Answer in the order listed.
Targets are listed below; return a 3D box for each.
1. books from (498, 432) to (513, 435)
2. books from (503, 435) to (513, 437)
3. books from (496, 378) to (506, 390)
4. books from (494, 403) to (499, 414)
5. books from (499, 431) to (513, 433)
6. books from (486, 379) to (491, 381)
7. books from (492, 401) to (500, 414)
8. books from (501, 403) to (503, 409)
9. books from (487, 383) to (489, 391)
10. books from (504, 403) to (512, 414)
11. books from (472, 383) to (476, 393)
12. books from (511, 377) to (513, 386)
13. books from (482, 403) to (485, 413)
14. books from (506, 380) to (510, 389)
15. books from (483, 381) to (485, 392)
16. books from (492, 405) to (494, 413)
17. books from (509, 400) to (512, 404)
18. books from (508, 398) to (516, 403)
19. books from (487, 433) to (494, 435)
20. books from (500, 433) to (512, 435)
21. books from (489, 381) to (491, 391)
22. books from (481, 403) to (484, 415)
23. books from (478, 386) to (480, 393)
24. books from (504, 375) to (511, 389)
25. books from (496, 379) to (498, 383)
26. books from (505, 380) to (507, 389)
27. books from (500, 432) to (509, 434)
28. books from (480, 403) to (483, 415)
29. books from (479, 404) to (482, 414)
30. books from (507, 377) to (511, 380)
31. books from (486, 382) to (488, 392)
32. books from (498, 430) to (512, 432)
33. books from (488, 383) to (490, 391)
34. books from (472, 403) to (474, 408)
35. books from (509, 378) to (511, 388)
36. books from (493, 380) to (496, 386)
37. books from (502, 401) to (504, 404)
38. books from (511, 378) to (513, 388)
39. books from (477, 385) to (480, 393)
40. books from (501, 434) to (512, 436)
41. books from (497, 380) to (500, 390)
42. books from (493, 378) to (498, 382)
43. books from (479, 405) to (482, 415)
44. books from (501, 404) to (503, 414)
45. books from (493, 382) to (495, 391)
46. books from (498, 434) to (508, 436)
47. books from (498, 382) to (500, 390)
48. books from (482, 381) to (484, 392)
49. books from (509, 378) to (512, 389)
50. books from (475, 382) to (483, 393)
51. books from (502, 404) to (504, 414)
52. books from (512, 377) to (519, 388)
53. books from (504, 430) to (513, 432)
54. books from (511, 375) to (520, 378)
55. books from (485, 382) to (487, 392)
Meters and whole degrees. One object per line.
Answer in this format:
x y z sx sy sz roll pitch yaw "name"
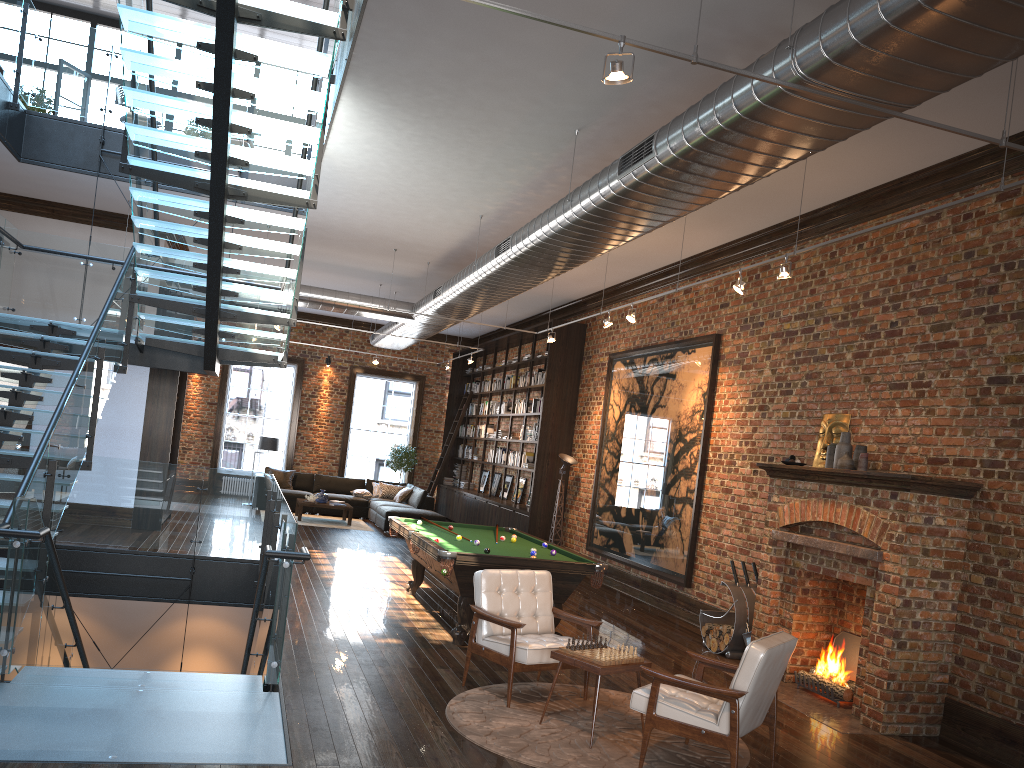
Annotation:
-0.126 1.011 18.100 0.283 0.010 0.169 8 -5 -18 "books"
-0.128 1.056 18.087 0.294 0.007 0.132 8 -5 -14 "books"
-0.235 0.028 18.928 0.176 0.288 0.030 7 0 -17 "books"
-0.279 0.545 18.846 0.192 0.249 0.024 7 0 -17 "books"
-0.123 0.980 18.101 0.243 0.015 0.165 8 -5 -14 "books"
-0.541 0.066 20.065 0.137 0.321 0.016 7 0 -17 "books"
-0.314 0.528 19.013 0.175 0.302 0.067 7 0 -17 "books"
-0.136 0.534 18.414 0.172 0.237 0.024 7 0 -17 "books"
-0.454 0.097 19.614 0.179 0.208 0.033 7 0 -17 "books"
-0.033 0.514 17.992 0.273 0.241 0.083 8 0 -17 "books"
-0.826 0.126 20.814 0.235 0.252 0.028 7 0 -17 "books"
0.069 -0.003 17.907 0.166 0.260 0.007 7 0 -17 "books"
-0.575 0.576 19.908 0.174 0.286 0.091 7 0 -17 "books"
-0.022 0.034 18.143 0.193 0.202 0.027 7 0 -17 "books"
-0.557 0.083 20.018 0.184 0.274 0.013 7 0 -17 "books"
-0.341 0.572 19.101 0.161 0.223 0.025 7 0 -17 "books"
-0.003 0.489 18.050 0.133 0.299 0.012 7 0 -17 "books"
-0.021 0.470 18.057 0.156 0.334 0.014 7 0 -17 "books"
-0.458 1.087 19.184 0.198 0.017 0.354 8 -5 -14 "books"
-0.122 1.023 18.081 0.199 0.015 0.134 8 -5 -17 "books"
-0.425 0.069 19.581 0.161 0.264 0.011 7 0 -17 "books"
-0.584 0.582 19.988 0.174 0.286 0.091 7 0 -17 "books"
-0.694 0.147 20.495 0.171 0.195 0.083 7 -1 -17 "books"
-0.053 -0.019 18.317 0.186 0.328 0.069 7 0 -17 "books"
-0.278 0.037 19.089 0.160 0.285 0.014 7 0 -17 "books"
-0.051 0.039 18.305 0.173 0.211 0.057 7 0 -17 "books"
-0.127 0.997 18.107 0.196 0.019 0.173 8 -5 -11 "books"
-0.614 0.584 20.019 0.174 0.282 0.113 7 0 -17 "books"
-0.637 0.592 20.131 0.174 0.279 0.128 7 -1 -17 "books"
-0.021 0.002 18.176 0.180 0.270 0.011 7 0 -17 "books"
-0.494 0.092 19.799 0.156 0.237 0.033 7 0 -17 "books"
-0.121 0.962 18.102 0.286 0.012 0.159 9 -5 -21 "books"
-0.434 0.098 19.594 0.167 0.207 0.017 7 0 -17 "books"
-0.846 0.610 20.779 0.184 0.293 0.006 7 0 -17 "books"
0.029 0.013 18.064 0.161 0.244 0.032 7 0 -17 "books"
-0.315 0.049 19.180 0.192 0.266 0.016 7 0 -17 "books"
-0.153 0.509 18.427 0.190 0.284 0.013 7 0 -17 "books"
0.079 0.006 17.840 0.171 0.234 0.017 7 0 -17 "books"
-0.722 0.136 20.540 0.174 0.214 0.024 7 0 -17 "books"
-0.128 1.038 18.096 0.236 0.014 0.165 8 -5 -16 "books"
-0.223 0.043 18.877 0.186 0.253 0.029 7 0 -17 "books"
-0.334 0.033 19.310 0.166 0.315 0.016 7 0 -17 "books"
-0.630 0.589 20.078 0.174 0.279 0.128 7 -1 -17 "books"
-0.128 0.542 18.375 0.190 0.216 0.031 7 0 -17 "books"
-0.309 0.078 19.117 0.187 0.200 0.030 7 0 -17 "books"
-0.131 1.049 18.100 0.293 0.008 0.158 8 -5 -14 "books"
-0.204 0.070 18.825 0.167 0.194 0.030 7 0 -17 "books"
-0.583 0.085 20.109 0.188 0.280 0.028 7 0 -17 "books"
0.051 0.005 17.910 0.192 0.239 0.008 7 0 -17 "books"
-0.748 0.106 20.614 0.191 0.279 0.017 7 0 -17 "books"
-0.095 0.532 18.243 0.191 0.223 0.027 7 0 -17 "books"
0.097 -0.006 17.795 0.191 0.255 0.061 7 0 -17 "books"
-0.117 0.954 18.092 0.260 0.005 0.141 8 -5 -13 "books"
0.065 -0.020 17.940 0.181 0.298 0.009 7 0 -17 "books"
-0.519 0.089 19.902 0.178 0.254 0.036 7 0 -17 "books"
